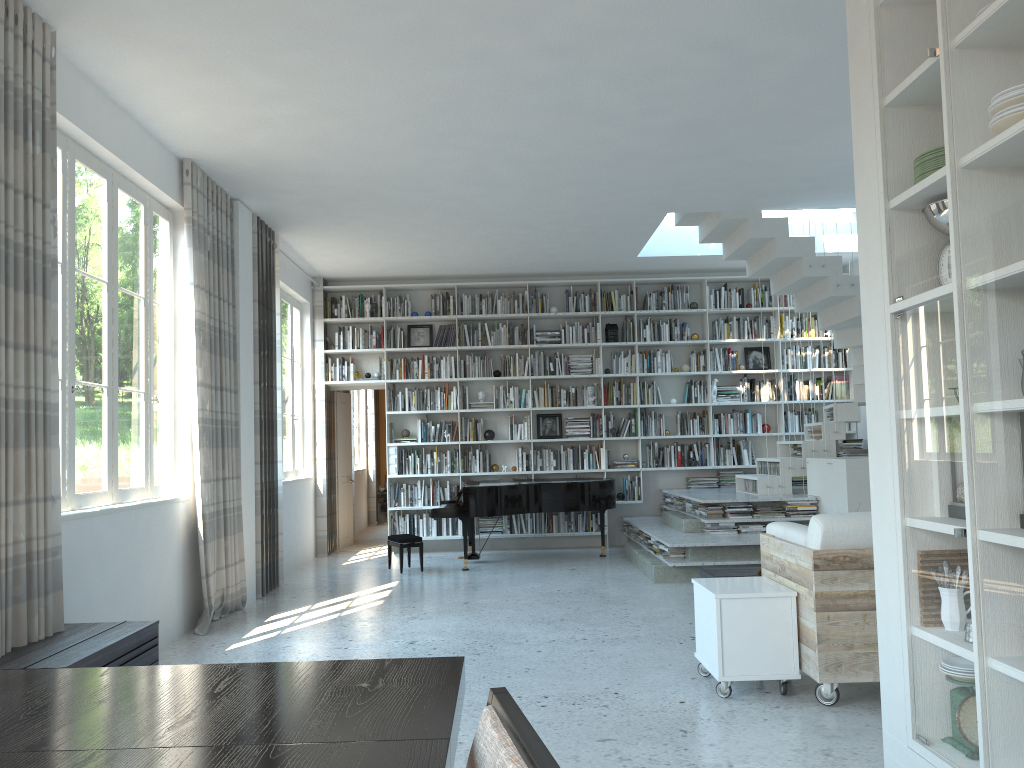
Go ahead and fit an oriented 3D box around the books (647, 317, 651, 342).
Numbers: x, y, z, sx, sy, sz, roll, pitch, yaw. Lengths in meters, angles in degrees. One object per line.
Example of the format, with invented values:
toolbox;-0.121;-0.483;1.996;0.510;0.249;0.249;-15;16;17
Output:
books;1.626;-0.632;10.551;0.014;0.306;0.152;-2;-4;-1

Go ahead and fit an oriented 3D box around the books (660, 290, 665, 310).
books;1.793;-0.980;10.560;0.028;0.258;0.185;-2;-4;-1

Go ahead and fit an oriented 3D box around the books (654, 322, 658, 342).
books;1.701;-0.602;10.547;0.027;0.241;0.160;-2;-4;-1

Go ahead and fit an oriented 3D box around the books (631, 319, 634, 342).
books;1.433;-0.620;10.566;0.005;0.292;0.130;-2;-3;-1

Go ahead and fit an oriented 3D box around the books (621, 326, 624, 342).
books;1.317;-0.578;10.558;0.019;0.213;0.156;-2;-4;-1

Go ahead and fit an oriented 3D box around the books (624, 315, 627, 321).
books;1.348;-0.642;10.559;0.025;0.339;0.143;-2;-3;-1

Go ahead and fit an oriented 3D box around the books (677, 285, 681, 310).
books;1.986;-1.009;10.576;0.008;0.306;0.183;-2;-4;-1

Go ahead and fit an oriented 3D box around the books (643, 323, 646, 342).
books;1.570;-0.599;10.556;0.026;0.243;0.148;-2;-4;-1

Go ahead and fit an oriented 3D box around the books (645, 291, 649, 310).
books;1.610;-0.967;10.570;0.009;0.244;0.173;-2;-4;-1

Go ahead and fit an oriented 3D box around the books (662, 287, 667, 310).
books;1.819;-0.996;10.584;0.024;0.292;0.167;-2;-4;-1

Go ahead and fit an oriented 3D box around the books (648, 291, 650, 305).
books;1.631;-0.972;10.588;0.012;0.255;0.133;-2;-4;-1

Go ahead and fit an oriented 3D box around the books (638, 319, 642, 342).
books;1.528;-0.619;10.548;0.012;0.285;0.159;-2;-4;-1

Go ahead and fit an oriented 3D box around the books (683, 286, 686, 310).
books;2.043;-1.005;10.577;0.013;0.296;0.188;-2;-4;-1

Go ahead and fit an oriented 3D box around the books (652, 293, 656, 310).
books;1.683;-0.960;10.579;0.028;0.226;0.163;-2;-4;-1

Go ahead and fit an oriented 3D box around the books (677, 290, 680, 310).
books;1.971;-0.980;10.583;0.024;0.252;0.150;-2;-4;-1

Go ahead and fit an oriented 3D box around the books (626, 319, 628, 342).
books;1.364;-0.618;10.536;0.021;0.288;0.179;-2;-4;-1

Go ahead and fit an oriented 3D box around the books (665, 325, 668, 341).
books;1.827;-0.590;10.539;0.021;0.209;0.181;-2;-4;-1

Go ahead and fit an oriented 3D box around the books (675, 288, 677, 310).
books;1.945;-0.993;10.588;0.012;0.280;0.144;-2;-4;-1

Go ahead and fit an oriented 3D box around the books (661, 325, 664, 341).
books;1.781;-0.590;10.565;0.025;0.216;0.144;-2;-4;-1

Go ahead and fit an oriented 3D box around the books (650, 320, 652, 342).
books;1.639;-0.614;10.549;0.010;0.268;0.166;-2;-4;-1

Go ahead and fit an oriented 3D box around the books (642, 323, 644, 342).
books;1.551;-0.596;10.561;0.012;0.239;0.139;-2;-4;-1

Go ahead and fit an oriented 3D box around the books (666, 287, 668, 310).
books;1.839;-0.997;10.597;0.017;0.295;0.139;-2;-4;-1

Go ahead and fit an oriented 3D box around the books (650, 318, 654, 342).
books;1.664;-0.627;10.566;0.021;0.296;0.138;-2;-4;-1

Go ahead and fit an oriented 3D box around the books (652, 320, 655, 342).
books;1.681;-0.617;10.572;0.012;0.276;0.133;-2;-4;-1

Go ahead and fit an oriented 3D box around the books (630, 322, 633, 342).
books;1.409;-0.600;10.530;0.013;0.248;0.186;-2;-4;-1

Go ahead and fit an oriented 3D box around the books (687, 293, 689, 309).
books;2.083;-0.962;10.573;0.014;0.208;0.188;-2;-4;-1

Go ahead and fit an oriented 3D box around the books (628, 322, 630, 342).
books;1.387;-0.602;10.544;0.005;0.255;0.159;-2;-4;-1

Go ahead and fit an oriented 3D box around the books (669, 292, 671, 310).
books;1.870;-0.968;10.571;0.018;0.231;0.160;-2;-4;-1

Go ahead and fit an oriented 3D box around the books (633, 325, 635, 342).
books;1.441;-0.584;10.530;0.008;0.213;0.224;-2;-4;-1

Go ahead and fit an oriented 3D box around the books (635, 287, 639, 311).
books;1.480;-0.995;10.559;0.019;0.304;0.176;-2;-4;-1

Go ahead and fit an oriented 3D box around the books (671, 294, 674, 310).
books;1.895;-0.954;10.560;0.018;0.200;0.188;-2;-4;-1

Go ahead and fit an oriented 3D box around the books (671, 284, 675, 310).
books;1.913;-1.018;10.578;0.007;0.329;0.183;-2;-4;-1

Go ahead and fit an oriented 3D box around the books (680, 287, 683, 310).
books;2.012;-1.005;10.588;0.019;0.299;0.137;-2;-3;-1

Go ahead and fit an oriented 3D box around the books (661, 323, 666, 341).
books;1.805;-0.602;10.554;0.023;0.236;0.149;-2;-4;-1

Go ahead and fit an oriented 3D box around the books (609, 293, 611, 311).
books;1.159;-0.951;10.555;0.015;0.233;0.171;-2;-4;-1

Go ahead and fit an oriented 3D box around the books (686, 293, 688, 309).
books;2.067;-0.964;10.582;0.018;0.214;0.157;-2;-4;-1

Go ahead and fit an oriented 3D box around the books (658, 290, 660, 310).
books;1.738;-0.976;10.582;0.021;0.256;0.169;-2;-4;-1

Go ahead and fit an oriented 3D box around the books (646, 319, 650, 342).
books;1.614;-0.620;10.556;0.011;0.283;0.173;-2;-4;-1

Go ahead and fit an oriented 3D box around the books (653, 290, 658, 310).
books;1.712;-0.975;10.580;0.030;0.255;0.161;-2;-4;-1

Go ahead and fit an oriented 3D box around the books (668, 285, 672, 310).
books;1.881;-1.008;10.579;0.006;0.312;0.179;-2;-4;-1

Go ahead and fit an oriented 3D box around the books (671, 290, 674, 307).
books;1.907;-0.978;10.577;0.008;0.251;0.170;-2;-4;-1

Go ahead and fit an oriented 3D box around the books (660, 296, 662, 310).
books;1.764;-0.943;10.598;0.031;0.190;0.132;-2;-4;-1

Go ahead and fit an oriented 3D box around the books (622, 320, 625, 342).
books;1.325;-0.610;10.528;0.021;0.272;0.190;-2;-4;-1

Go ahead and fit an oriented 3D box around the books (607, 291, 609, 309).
books;1.147;-0.963;10.573;0.008;0.262;0.142;-2;-4;-1

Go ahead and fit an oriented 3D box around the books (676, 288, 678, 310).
books;1.955;-0.991;10.584;0.008;0.274;0.163;-2;-4;-1

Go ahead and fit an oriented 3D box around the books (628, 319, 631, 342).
books;1.395;-0.617;10.573;0.013;0.288;0.131;-2;-3;-1

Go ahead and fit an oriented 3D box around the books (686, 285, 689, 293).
books;2.092;-1.011;10.577;0.006;0.306;0.163;-2;-4;-1

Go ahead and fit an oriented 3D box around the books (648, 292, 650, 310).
books;1.620;-0.967;10.579;0.011;0.244;0.172;-2;-4;-1

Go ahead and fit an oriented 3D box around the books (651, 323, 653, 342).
books;1.650;-0.597;10.557;0.012;0.235;0.165;-2;-4;-1

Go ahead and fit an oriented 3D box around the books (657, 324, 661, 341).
books;1.742;-0.592;10.570;0.028;0.223;0.142;-2;-4;-1

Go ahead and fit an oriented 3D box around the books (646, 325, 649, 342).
books;1.597;-0.583;10.537;0.026;0.207;0.181;-2;-4;-1

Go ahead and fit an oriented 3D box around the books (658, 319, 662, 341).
books;1.762;-0.624;10.568;0.013;0.284;0.154;-2;-4;-1

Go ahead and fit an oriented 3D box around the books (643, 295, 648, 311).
books;1.583;-0.947;10.562;0.046;0.206;0.183;-2;-4;-1

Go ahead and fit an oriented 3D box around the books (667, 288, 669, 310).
books;1.857;-0.993;10.591;0.007;0.285;0.159;-2;-4;-1

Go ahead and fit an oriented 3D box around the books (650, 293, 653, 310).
books;1.653;-0.961;10.566;0.013;0.229;0.174;-2;-4;-1

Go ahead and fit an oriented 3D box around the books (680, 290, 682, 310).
books;1.998;-0.984;10.581;0.014;0.258;0.149;-2;-4;-1

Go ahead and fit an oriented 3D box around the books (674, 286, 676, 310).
books;1.925;-1.004;10.561;0.015;0.299;0.183;-2;-4;-1

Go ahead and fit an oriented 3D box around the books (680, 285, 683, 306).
books;2.025;-1.015;10.606;0.008;0.321;0.133;-2;-3;-1
